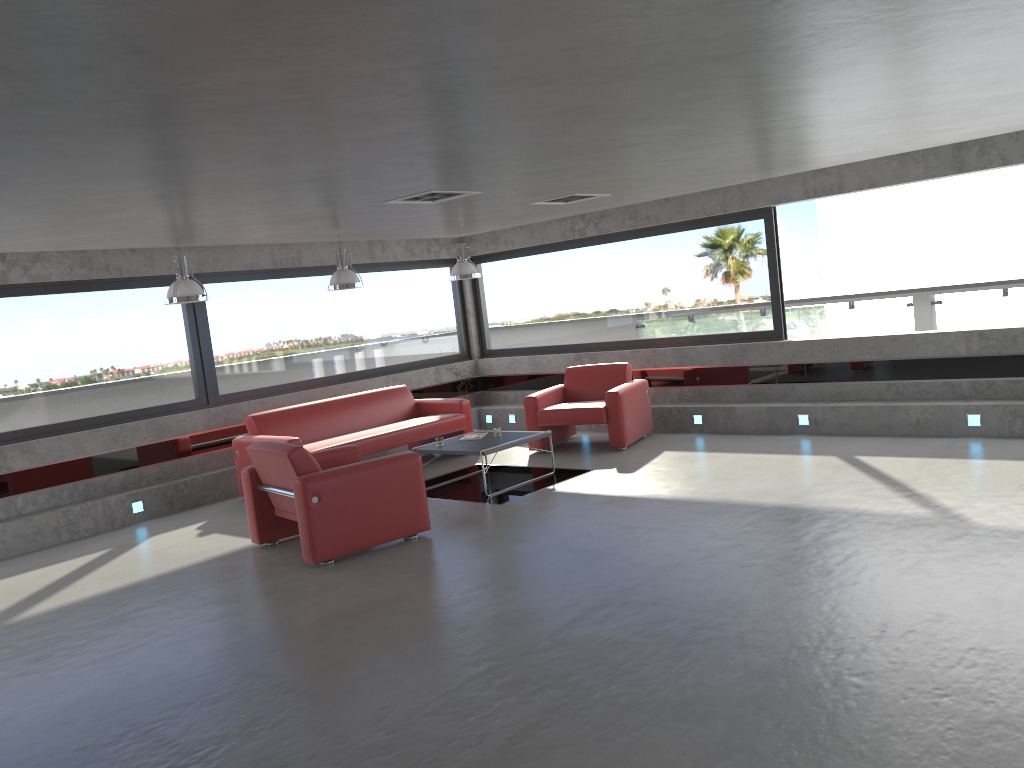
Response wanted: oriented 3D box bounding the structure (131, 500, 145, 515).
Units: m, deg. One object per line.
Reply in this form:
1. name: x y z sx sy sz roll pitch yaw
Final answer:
1. structure: -3.737 1.229 8.855 0.004 0.123 0.123 -2 7 42

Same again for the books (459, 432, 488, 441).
1. books: -0.392 0.535 9.061 0.228 0.022 0.326 -6 5 12

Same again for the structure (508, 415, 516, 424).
1. structure: 0.002 0.483 12.158 0.123 0.123 0.004 -2 7 42

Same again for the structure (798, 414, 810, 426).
1. structure: 3.093 0.382 9.405 0.123 0.123 0.004 -2 7 42

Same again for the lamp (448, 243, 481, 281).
1. lamp: -0.590 -1.468 10.619 0.388 0.422 0.389 -3 6 31

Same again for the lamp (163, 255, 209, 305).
1. lamp: -2.949 -0.941 7.951 0.389 0.422 0.388 -2 7 42

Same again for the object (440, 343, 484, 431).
1. object: -0.640 0.095 11.754 0.466 1.289 0.531 -10 7 -35

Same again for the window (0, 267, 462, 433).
1. window: -3.340 -0.523 10.072 0.003 1.364 7.800 -2 7 42

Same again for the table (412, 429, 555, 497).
1. table: -0.274 0.763 8.813 0.994 0.436 1.018 -2 7 42

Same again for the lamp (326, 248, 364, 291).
1. lamp: -1.770 -1.204 9.285 0.389 0.422 0.388 -2 7 42

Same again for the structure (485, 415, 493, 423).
1. structure: -0.322 0.493 12.446 0.123 0.123 0.004 -2 7 42

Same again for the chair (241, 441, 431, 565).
1. chair: -1.410 0.802 7.147 1.130 0.854 1.196 -11 7 -38

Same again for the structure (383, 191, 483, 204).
1. structure: -0.640 -1.590 7.004 0.563 0.240 0.563 -2 7 42

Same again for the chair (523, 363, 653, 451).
1. chair: 0.868 0.244 10.248 1.196 0.854 1.130 -4 6 27

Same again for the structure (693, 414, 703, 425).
1. structure: 2.148 0.413 10.246 0.123 0.123 0.004 -2 7 42

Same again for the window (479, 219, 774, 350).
1. window: 1.242 -1.192 11.511 4.583 1.364 0.003 -2 7 42

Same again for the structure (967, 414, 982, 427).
1. structure: 4.327 0.342 8.305 0.123 0.123 0.004 -2 7 42

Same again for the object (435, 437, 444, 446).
1. object: -0.715 0.572 8.769 0.079 0.077 0.079 -4 6 25

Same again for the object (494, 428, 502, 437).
1. object: -0.145 0.487 8.963 0.079 0.077 0.079 -11 7 -40

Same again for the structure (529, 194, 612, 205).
1. structure: 0.533 -1.852 8.330 0.563 0.240 0.563 -2 7 42

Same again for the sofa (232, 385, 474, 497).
1. sofa: -1.680 0.569 9.954 1.120 0.854 2.626 -2 7 42
